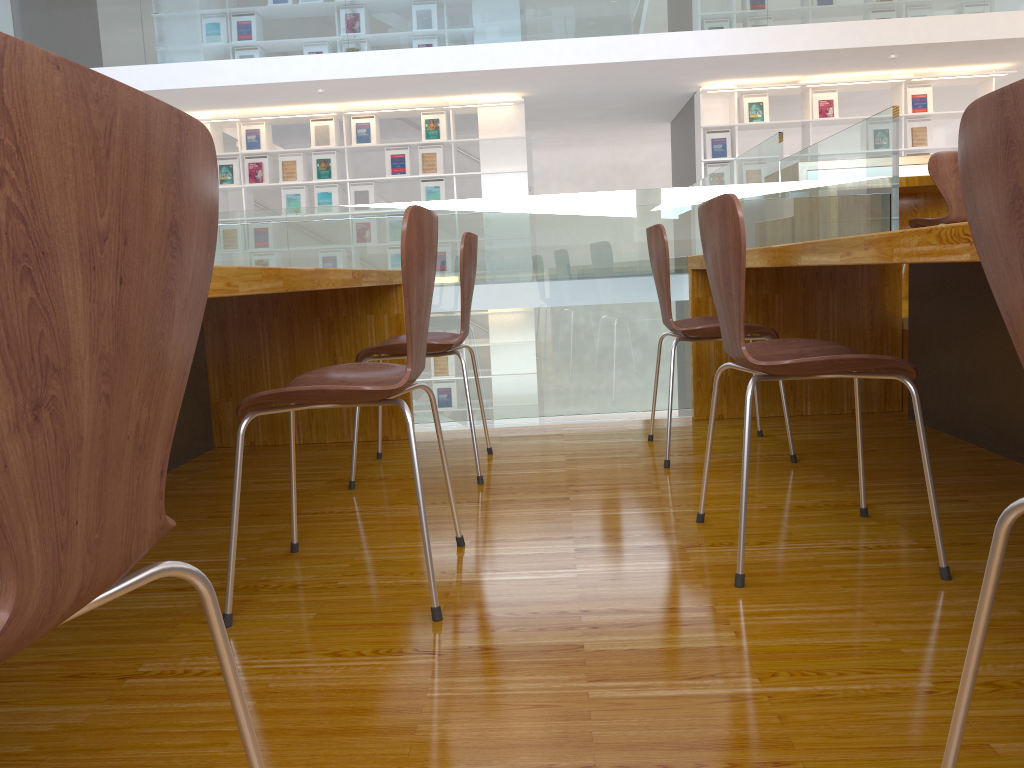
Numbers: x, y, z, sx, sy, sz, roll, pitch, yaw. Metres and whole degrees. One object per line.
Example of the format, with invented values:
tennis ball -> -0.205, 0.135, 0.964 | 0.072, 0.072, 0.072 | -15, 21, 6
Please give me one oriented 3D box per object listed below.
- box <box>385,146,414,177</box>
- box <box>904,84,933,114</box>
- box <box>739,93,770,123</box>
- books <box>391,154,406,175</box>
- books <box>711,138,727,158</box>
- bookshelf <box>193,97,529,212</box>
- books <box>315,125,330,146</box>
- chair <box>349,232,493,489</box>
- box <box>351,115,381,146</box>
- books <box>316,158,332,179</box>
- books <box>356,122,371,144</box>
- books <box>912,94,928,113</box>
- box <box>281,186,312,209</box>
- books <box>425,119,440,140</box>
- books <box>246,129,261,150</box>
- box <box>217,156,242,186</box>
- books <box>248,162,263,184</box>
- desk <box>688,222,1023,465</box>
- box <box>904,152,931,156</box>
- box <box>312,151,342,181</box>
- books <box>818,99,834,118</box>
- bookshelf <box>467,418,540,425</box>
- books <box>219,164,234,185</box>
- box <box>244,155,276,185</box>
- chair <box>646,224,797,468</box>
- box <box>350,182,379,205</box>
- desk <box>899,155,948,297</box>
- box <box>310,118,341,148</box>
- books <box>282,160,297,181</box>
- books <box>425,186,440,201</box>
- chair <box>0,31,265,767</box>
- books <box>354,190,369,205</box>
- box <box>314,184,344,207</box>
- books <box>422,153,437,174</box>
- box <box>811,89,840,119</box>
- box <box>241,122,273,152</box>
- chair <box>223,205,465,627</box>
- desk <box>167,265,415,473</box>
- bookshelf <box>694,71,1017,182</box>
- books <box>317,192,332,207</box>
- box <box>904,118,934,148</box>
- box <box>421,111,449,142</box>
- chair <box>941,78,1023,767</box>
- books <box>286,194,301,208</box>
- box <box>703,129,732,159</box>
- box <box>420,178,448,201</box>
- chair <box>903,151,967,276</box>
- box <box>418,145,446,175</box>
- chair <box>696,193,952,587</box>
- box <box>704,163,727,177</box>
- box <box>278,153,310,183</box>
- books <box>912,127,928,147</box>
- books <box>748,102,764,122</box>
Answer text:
box -> -1.156, -2.259, 9.065 | 0.245, 0.296, 0.274 | -3, 7, 3
box -> 4.034, -2.820, 8.849 | 0.245, 0.296, 0.274 | -3, 7, 3
box -> 2.437, -2.749, 8.922 | 0.245, 0.296, 0.274 | -3, 7, 3
books -> -1.149, -2.215, 8.966 | 0.145, 0.210, 0.037 | -3, 7, 3
books -> 2.075, -2.354, 8.880 | 0.145, 0.210, 0.037 | -3, 7, 3
bookshelf -> -1.661, -1.892, 9.129 | 3.666, 1.836, 0.498 | -3, 7, 3
books -> -1.918, -2.506, 8.958 | 0.145, 0.210, 0.037 | -3, 7, 3
chair -> -0.275, -0.084, 2.625 | 0.381, 0.693, 0.428 | -3, 7, 3
box -> -1.494, -2.568, 9.041 | 0.245, 0.296, 0.274 | -3, 7, 3
books -> -1.908, -2.178, 8.998 | 0.145, 0.210, 0.037 | -3, 7, 3
books -> -1.498, -2.526, 8.938 | 0.145, 0.210, 0.037 | -3, 7, 3
books -> 4.025, -2.752, 8.754 | 0.145, 0.210, 0.037 | -3, 7, 3
box -> -2.228, -1.882, 9.156 | 0.245, 0.296, 0.274 | -3, 7, 3
books -> -0.799, -2.555, 8.907 | 0.145, 0.210, 0.037 | -3, 7, 3
books -> -2.624, -2.476, 8.990 | 0.145, 0.210, 0.037 | -3, 7, 3
box -> -2.906, -2.180, 9.146 | 0.245, 0.296, 0.274 | -3, 7, 3
books -> -2.609, -2.149, 9.034 | 0.145, 0.210, 0.037 | -3, 7, 3
desk -> 0.975, 0.020, 1.626 | 0.760, 0.606, 3.356 | -3, 7, 3
box -> 4.057, -2.168, 8.929 | 0.245, 0.296, 0.274 | -3, 7, 3
box -> -1.901, -2.223, 9.100 | 0.245, 0.296, 0.274 | -3, 7, 3
books -> 3.118, -2.712, 8.796 | 0.145, 0.210, 0.037 | -3, 7, 3
bookshelf -> -1.557, 0.144, 9.430 | 3.666, 1.836, 0.397 | -3, 7, 3
books -> -2.913, -2.131, 9.049 | 0.145, 0.210, 0.037 | -3, 7, 3
box -> -2.603, -2.193, 9.145 | 0.245, 0.296, 0.274 | -3, 7, 3
chair -> 0.614, -0.137, 2.695 | 0.381, 0.693, 0.428 | -3, 7, 3
box -> -1.521, -1.913, 9.123 | 0.245, 0.296, 0.274 | -3, 7, 3
desk -> 3.195, -0.922, 4.932 | 3.196, 0.757, 1.248 | -3, 7, 3
box -> -1.910, -2.549, 9.060 | 0.245, 0.296, 0.274 | -3, 7, 3
books -> -2.263, -2.163, 9.018 | 0.145, 0.210, 0.037 | -3, 7, 3
books -> -0.802, -1.897, 8.989 | 0.145, 0.210, 0.037 | -3, 7, 3
chair -> -0.396, 0.175, 0.567 | 0.381, 0.693, 0.428 | -3, 7, 3
books -> -1.528, -1.860, 9.023 | 0.145, 0.210, 0.037 | -3, 7, 3
box -> -1.889, -1.897, 9.140 | 0.245, 0.296, 0.274 | -3, 7, 3
books -> -0.834, -2.226, 8.952 | 0.145, 0.210, 0.037 | -3, 7, 3
box -> 3.114, -2.780, 8.889 | 0.245, 0.296, 0.274 | -3, 7, 3
box -> -2.619, -2.518, 9.092 | 0.245, 0.296, 0.274 | -3, 7, 3
chair -> -0.314, 0.036, 1.662 | 0.381, 0.693, 0.428 | -3, 7, 3
desk -> -1.045, 0.326, 1.658 | 1.248, 1.022, 3.216 | -3, 7, 3
bookshelf -> 3.392, -2.116, 8.893 | 2.984, 1.836, 0.498 | -3, 7, 3
books -> -1.907, -1.851, 9.042 | 0.145, 0.210, 0.037 | -3, 7, 3
box -> 4.050, -2.495, 8.889 | 0.245, 0.296, 0.274 | -3, 7, 3
box -> -0.784, -2.599, 9.008 | 0.245, 0.296, 0.274 | -3, 7, 3
chair -> 0.569, 0.120, 0.620 | 0.381, 0.693, 0.428 | -3, 7, 3
books -> -2.231, -1.833, 9.055 | 0.145, 0.210, 0.037 | -3, 7, 3
box -> 2.074, -2.407, 8.980 | 0.245, 0.296, 0.274 | -3, 7, 3
box -> -0.798, -1.945, 9.090 | 0.245, 0.296, 0.274 | -3, 7, 3
chair -> 2.150, -0.759, 4.308 | 0.428, 0.693, 0.381 | -3, 7, 3
box -> -0.816, -2.271, 9.050 | 0.245, 0.296, 0.274 | -3, 7, 3
chair -> 0.575, -0.016, 1.731 | 0.381, 0.693, 0.428 | -3, 7, 3
box -> 2.097, -2.082, 9.019 | 0.245, 0.296, 0.274 | -3, 7, 3
box -> -2.245, -2.208, 9.116 | 0.245, 0.296, 0.274 | -3, 7, 3
books -> 4.040, -2.440, 8.792 | 0.145, 0.210, 0.037 | -3, 7, 3
books -> 2.430, -2.697, 8.825 | 0.145, 0.210, 0.037 | -3, 7, 3
